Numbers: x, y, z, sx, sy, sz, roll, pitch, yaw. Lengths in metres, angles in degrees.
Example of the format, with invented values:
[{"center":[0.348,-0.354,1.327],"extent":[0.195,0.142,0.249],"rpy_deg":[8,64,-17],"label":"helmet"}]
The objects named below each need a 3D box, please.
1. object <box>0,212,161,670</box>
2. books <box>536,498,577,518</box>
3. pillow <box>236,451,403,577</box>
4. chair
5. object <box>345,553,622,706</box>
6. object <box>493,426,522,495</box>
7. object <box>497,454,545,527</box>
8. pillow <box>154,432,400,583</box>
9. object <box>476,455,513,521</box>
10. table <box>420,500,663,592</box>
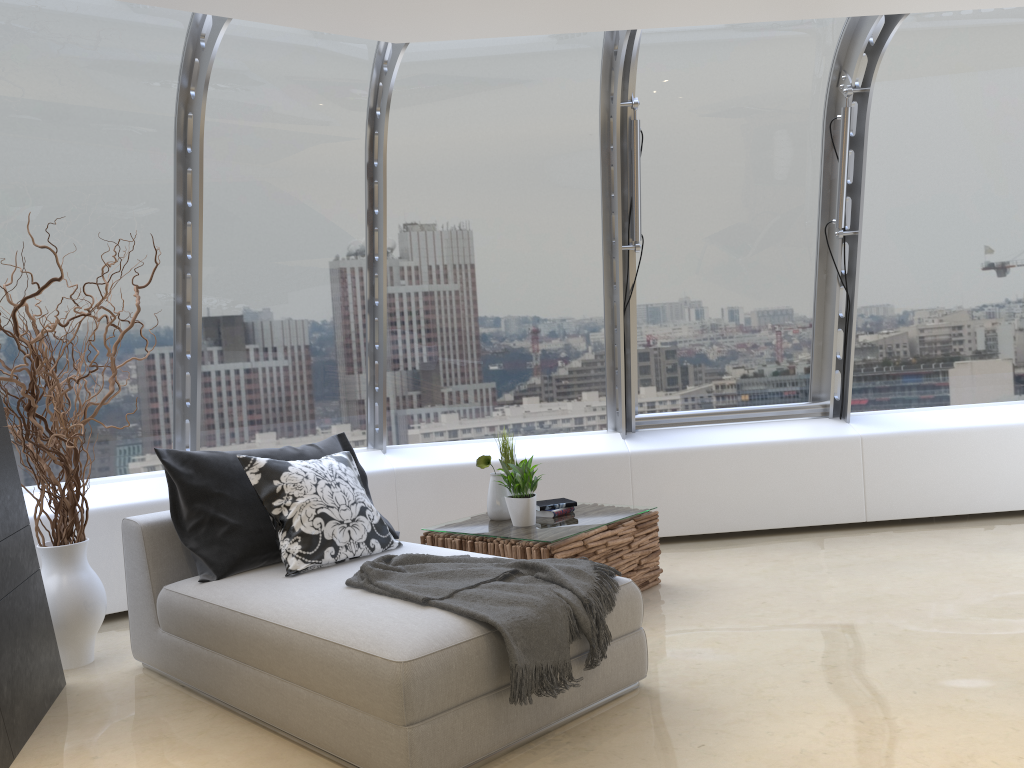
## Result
[{"center":[-2.314,0.301,3.989],"extent":[1.370,2.059,1.508],"rpy_deg":[-4,1,-14],"label":"object"},{"center":[0.221,0.683,4.871],"extent":[0.265,0.063,0.246],"rpy_deg":[-5,2,-28],"label":"books"},{"center":[-0.840,0.544,3.969],"extent":[0.431,0.528,0.683],"rpy_deg":[-3,2,40],"label":"pillow"},{"center":[-0.619,0.880,3.707],"extent":[1.176,0.690,2.068],"rpy_deg":[-5,2,-44],"label":"chair"},{"center":[-0.059,0.821,3.363],"extent":[1.024,0.359,0.825],"rpy_deg":[-3,2,44],"label":"object"},{"center":[-0.025,0.473,4.983],"extent":[0.150,0.511,0.153],"rpy_deg":[-3,2,44],"label":"object"},{"center":[0.046,0.550,4.606],"extent":[0.284,0.369,0.215],"rpy_deg":[-3,1,19],"label":"object"},{"center":[-1.073,0.538,4.164],"extent":[1.070,0.597,0.510],"rpy_deg":[-5,2,-45],"label":"pillow"},{"center":[-0.104,0.554,4.762],"extent":[0.152,0.370,0.297],"rpy_deg":[-3,2,30],"label":"object"},{"center":[0.174,0.937,4.778],"extent":[0.923,0.436,1.007],"rpy_deg":[-3,2,41],"label":"table"}]
